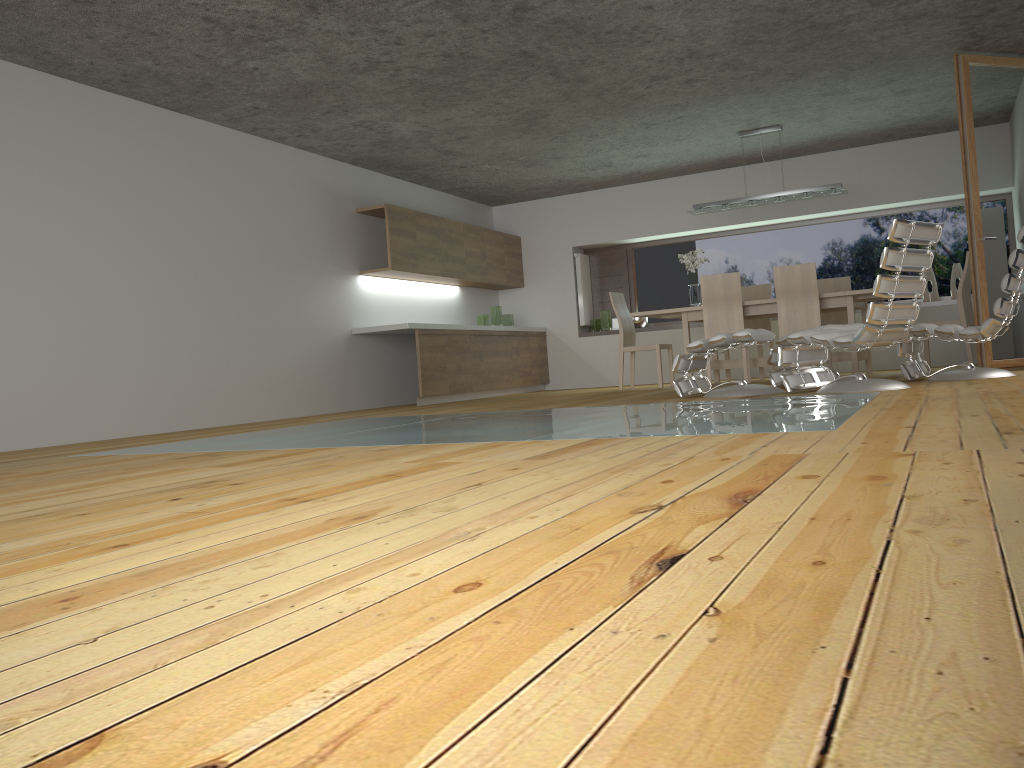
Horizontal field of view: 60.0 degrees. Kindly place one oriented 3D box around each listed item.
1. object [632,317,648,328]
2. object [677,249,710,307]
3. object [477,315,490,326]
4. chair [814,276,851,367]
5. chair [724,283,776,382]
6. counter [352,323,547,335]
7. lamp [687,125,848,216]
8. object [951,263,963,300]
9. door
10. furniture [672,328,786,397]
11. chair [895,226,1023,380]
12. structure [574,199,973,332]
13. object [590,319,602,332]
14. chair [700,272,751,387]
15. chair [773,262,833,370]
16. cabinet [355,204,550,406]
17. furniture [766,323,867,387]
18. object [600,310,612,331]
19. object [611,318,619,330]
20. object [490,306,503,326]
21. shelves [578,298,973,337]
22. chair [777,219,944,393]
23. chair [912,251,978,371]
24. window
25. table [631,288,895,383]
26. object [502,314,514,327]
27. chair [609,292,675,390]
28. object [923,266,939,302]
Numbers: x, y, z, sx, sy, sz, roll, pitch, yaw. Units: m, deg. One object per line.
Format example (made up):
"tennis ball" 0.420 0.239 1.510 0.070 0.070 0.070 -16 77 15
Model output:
"object" 1.567 -0.758 11.007 0.247 0.137 0.247 -4 0 -29
"object" 1.842 -1.051 8.922 0.304 0.608 0.302 -4 -1 29
"object" -0.336 -0.733 10.441 0.112 0.160 0.111 -4 -1 -39
"chair" 3.341 -0.607 9.183 0.404 1.017 0.506 -4 -1 25
"chair" 2.533 -0.552 9.419 0.404 1.017 0.506 -5 -1 37
"counter" -0.562 -0.604 10.012 0.652 0.054 3.287 -4 1 26
"lamp" 2.451 -2.122 8.659 1.489 0.720 0.290 -4 -1 26
"object" 4.738 -1.088 9.417 0.153 0.384 0.153 -4 -1 22
"door" 3.887 -1.333 6.839 0.935 2.419 0.162 -4 -1 -19
"furniture" 1.503 -0.145 6.059 0.685 0.439 0.570 -4 0 32
"chair" 3.142 -0.529 6.092 0.913 0.969 0.570 -4 0 36
"structure" 3.080 -1.306 10.310 4.871 1.154 0.526 -4 0 26
"object" 1.070 -0.737 11.227 0.112 0.160 0.111 -4 0 -24
"chair" 1.975 -0.497 8.238 0.404 1.017 0.506 -4 -1 15
"chair" 2.578 -0.535 7.880 0.404 1.017 0.506 -4 -1 25
"cabinet" -0.535 -0.837 10.101 0.655 2.005 3.094 -4 0 26
"furniture" 2.296 -0.207 6.466 0.570 0.439 0.685 -4 0 -29
"object" 1.178 -0.791 11.107 0.099 0.259 0.099 -5 -1 31
"object" 1.316 -0.754 11.187 0.111 0.160 0.112 -4 0 11
"object" -0.183 -0.793 10.535 0.099 0.259 0.099 -3 -1 -39
"shelves" 3.110 -0.763 10.280 4.866 0.054 0.404 -4 1 26
"chair" 2.138 -0.448 5.447 0.570 0.969 0.913 -4 0 -39
"chair" 3.854 -0.627 7.860 0.505 1.017 0.404 -5 -1 39
"window" 3.436 -1.363 10.374 4.183 0.979 0.012 -4 -1 26
"table" 2.561 -0.413 8.551 2.498 0.756 1.201 -4 0 29
"object" -0.055 -0.757 10.685 0.111 0.160 0.112 -4 -1 -39
"chair" 1.345 -0.464 9.180 0.505 1.017 0.404 -4 -1 29
"object" 4.493 -1.072 9.536 0.153 0.384 0.153 -4 -1 22
